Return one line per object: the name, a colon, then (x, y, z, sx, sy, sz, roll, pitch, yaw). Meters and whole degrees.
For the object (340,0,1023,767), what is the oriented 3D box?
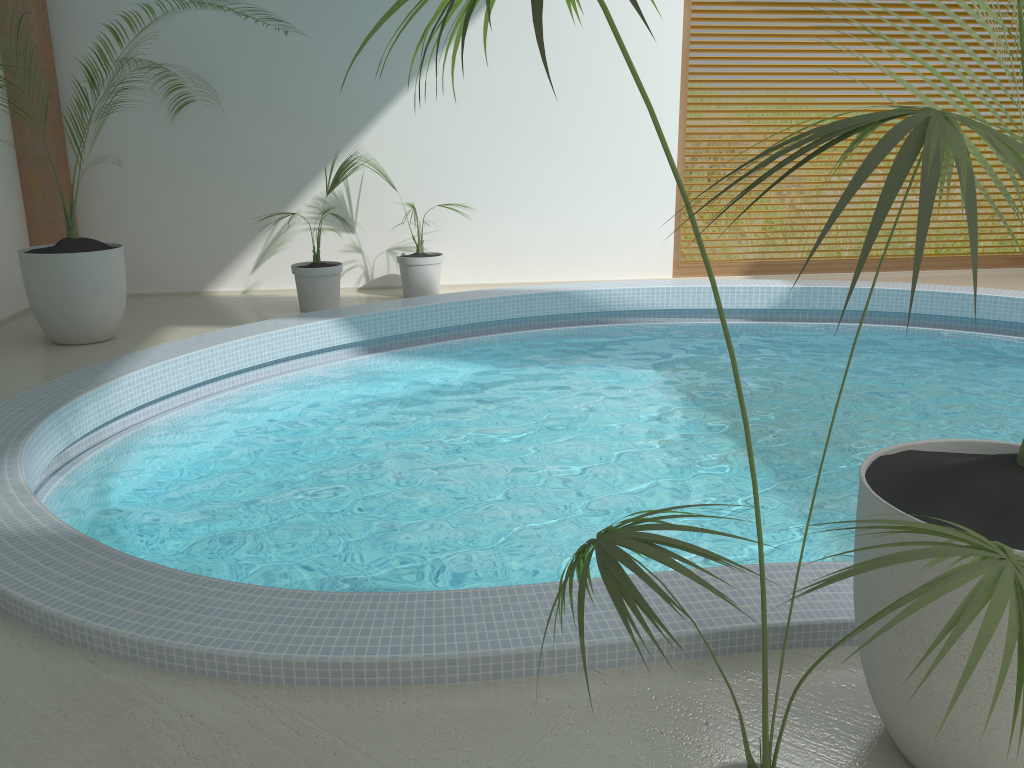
object: (0.318, 0.195, 1.238, 1.059, 1.695, 0.791, 8, 18, 27)

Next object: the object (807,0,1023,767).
object: (1.131, -0.535, 1.460, 2.979, 2.960, 2.729, 2, 16, 9)

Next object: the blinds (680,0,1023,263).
blinds: (3.625, -3.190, 8.803, 4.500, 4.025, 0.099, -2, 16, -7)

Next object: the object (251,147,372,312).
object: (-1.516, -1.243, 7.121, 0.822, 1.310, 1.067, 9, 18, 31)

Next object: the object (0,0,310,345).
object: (-2.926, -1.789, 6.033, 2.729, 2.960, 2.979, -8, 17, -26)

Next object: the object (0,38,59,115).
object: (-2.802, -1.145, 3.735, 2.729, 2.960, 2.979, -14, 21, -40)

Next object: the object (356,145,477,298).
object: (-0.826, -1.391, 7.627, 1.067, 1.310, 0.822, 1, 16, 4)
